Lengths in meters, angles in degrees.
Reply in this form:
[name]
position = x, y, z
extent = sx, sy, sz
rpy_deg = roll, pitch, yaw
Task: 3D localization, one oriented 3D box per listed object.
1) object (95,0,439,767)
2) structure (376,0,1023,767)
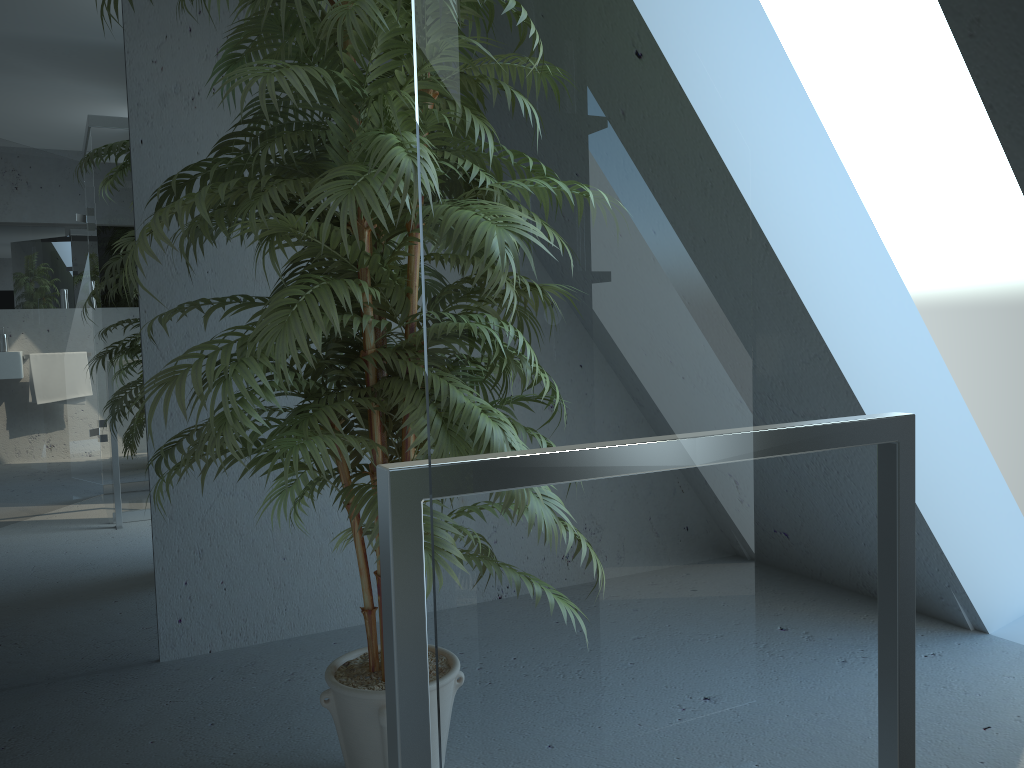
[object]
position = -0.264, -0.157, 1.846
extent = 0.980, 2.034, 1.020
rpy_deg = 0, 4, 21
[structure]
position = 0.405, -0.120, 0.387
extent = 1.835, 2.114, 1.184
rpy_deg = -4, 4, -27
